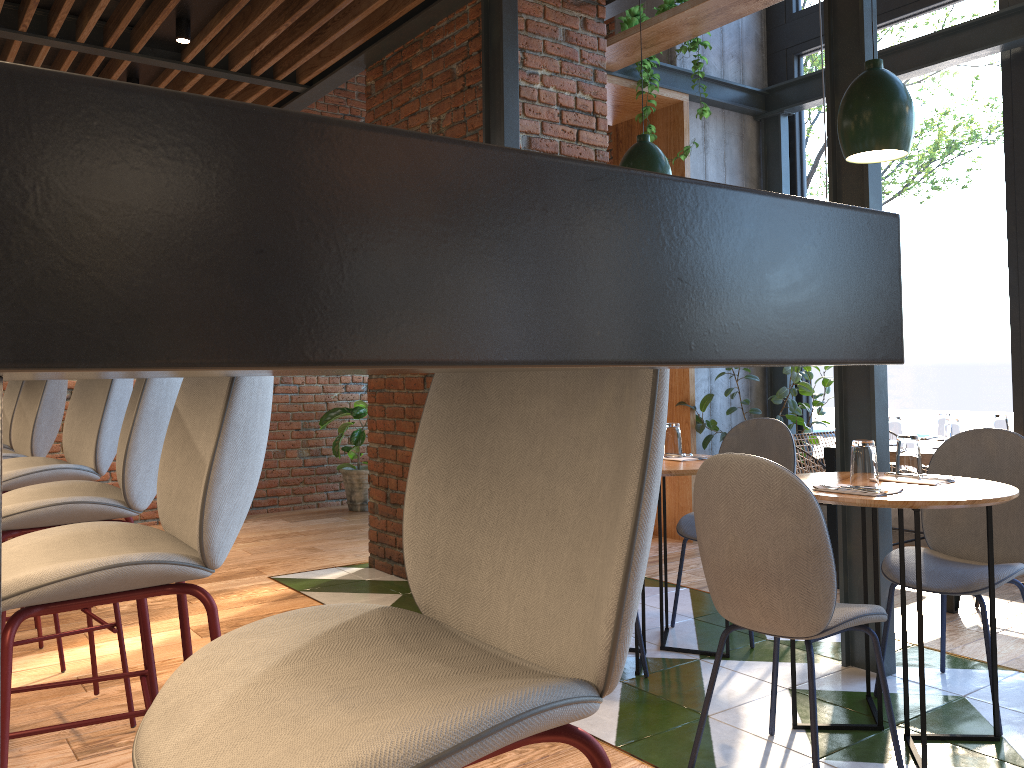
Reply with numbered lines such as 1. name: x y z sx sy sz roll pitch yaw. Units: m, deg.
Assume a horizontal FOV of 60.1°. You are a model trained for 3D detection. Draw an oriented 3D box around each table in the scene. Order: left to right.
1. table: 0.551 0.678 3.498 0.699 0.748 0.699 -1 -1 11
2. table: 1.143 0.679 2.676 0.699 0.748 0.699 -1 -1 6
3. table: 2.298 0.662 4.599 1.271 0.707 0.657 -1 -1 -36

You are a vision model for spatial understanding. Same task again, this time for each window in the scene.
1. window: 4.460 -2.199 2.977 0.127 5.608 8.712 1 -1 -36

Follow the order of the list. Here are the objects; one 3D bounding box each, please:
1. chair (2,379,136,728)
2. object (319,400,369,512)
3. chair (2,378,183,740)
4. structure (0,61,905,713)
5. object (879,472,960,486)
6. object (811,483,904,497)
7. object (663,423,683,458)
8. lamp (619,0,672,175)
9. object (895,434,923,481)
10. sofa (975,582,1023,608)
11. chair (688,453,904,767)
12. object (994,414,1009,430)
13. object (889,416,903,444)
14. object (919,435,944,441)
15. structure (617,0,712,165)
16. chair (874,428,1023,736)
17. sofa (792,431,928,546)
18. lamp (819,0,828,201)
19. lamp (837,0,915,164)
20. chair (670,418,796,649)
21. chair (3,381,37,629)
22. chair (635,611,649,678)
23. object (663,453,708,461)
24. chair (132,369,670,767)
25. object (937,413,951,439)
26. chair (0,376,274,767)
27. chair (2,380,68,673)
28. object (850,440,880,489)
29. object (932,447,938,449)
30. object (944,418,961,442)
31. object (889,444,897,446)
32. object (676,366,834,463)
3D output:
1. chair: -1.470 0.455 2.794 0.507 1.245 0.418 1 -2 -40
2. object: -1.199 0.436 7.315 0.714 1.198 0.633 -1 -2 15
3. chair: -1.057 0.467 2.151 0.507 1.245 0.417 0 -2 -25
4. structure: -2.405 0.415 1.596 2.917 1.398 4.915 -1 0 -36
5. object: 1.258 0.293 2.754 0.157 0.019 0.242 -1 1 -39
6. object: 0.986 0.299 2.559 0.157 0.019 0.242 -1 1 -39
7. object: 0.647 0.227 3.575 0.080 0.138 0.080 -2 -2 41
8. lamp: 0.518 -1.712 3.588 0.224 2.025 0.223 1 -2 -32
9. object: 1.232 0.227 2.752 0.080 0.138 0.080 0 -2 -26
10. sofa: 2.623 0.650 4.148 1.091 0.734 0.470 -1 -1 -36
11. chair: 0.757 0.617 2.407 0.507 0.889 0.418 0 -2 -40
12. object: 2.567 0.229 4.647 0.080 0.138 0.080 -2 -2 37
13. object: 1.979 0.238 4.579 0.080 0.138 0.080 0 -2 -19
14. object: 2.370 0.296 4.885 0.242 0.019 0.157 -1 1 -35
15. structure: 0.902 -1.812 5.270 0.513 0.970 0.663 1 -2 -44
16. chair: 1.490 0.601 2.928 0.507 0.889 0.418 0 -2 -35
17. sofa: 1.964 0.649 5.063 1.091 0.734 0.470 -1 -1 -36
18. lamp: 1.721 -2.750 4.970 0.353 4.498 0.352 0 -2 -31
19. lamp: 1.109 -1.711 2.766 0.224 2.025 0.223 1 -2 -32
20. chair: 0.964 0.599 3.797 0.507 0.889 0.418 0 -2 -40
21. chair: -2.392 0.466 3.974 0.507 1.245 0.418 0 -2 -36
22. chair: 0.201 0.616 3.255 0.507 0.889 0.418 0 -2 -35
23. object: 0.674 0.292 3.574 0.157 0.019 0.242 -1 1 -32
24. chair: -0.089 0.467 0.865 0.507 1.245 0.417 0 -2 -36
25. object: 2.376 0.230 4.864 0.080 0.138 0.080 -2 -2 28
26. chair: -0.657 0.469 1.476 0.507 1.245 0.417 0 -2 -30
27. chair: -1.976 0.466 3.372 0.507 1.245 0.418 1 -2 -38
28. object: 1.017 0.232 2.560 0.080 0.138 0.080 -1 -1 4
29. object: 2.156 0.305 4.302 0.242 0.019 0.157 -1 1 -39
30. object: 2.157 0.239 4.336 0.080 0.138 0.080 -1 -1 14
31. object: 1.978 0.304 4.603 0.242 0.019 0.157 -1 1 -32
32. object: 1.605 0.121 5.747 1.017 1.776 1.062 -1 -2 23
